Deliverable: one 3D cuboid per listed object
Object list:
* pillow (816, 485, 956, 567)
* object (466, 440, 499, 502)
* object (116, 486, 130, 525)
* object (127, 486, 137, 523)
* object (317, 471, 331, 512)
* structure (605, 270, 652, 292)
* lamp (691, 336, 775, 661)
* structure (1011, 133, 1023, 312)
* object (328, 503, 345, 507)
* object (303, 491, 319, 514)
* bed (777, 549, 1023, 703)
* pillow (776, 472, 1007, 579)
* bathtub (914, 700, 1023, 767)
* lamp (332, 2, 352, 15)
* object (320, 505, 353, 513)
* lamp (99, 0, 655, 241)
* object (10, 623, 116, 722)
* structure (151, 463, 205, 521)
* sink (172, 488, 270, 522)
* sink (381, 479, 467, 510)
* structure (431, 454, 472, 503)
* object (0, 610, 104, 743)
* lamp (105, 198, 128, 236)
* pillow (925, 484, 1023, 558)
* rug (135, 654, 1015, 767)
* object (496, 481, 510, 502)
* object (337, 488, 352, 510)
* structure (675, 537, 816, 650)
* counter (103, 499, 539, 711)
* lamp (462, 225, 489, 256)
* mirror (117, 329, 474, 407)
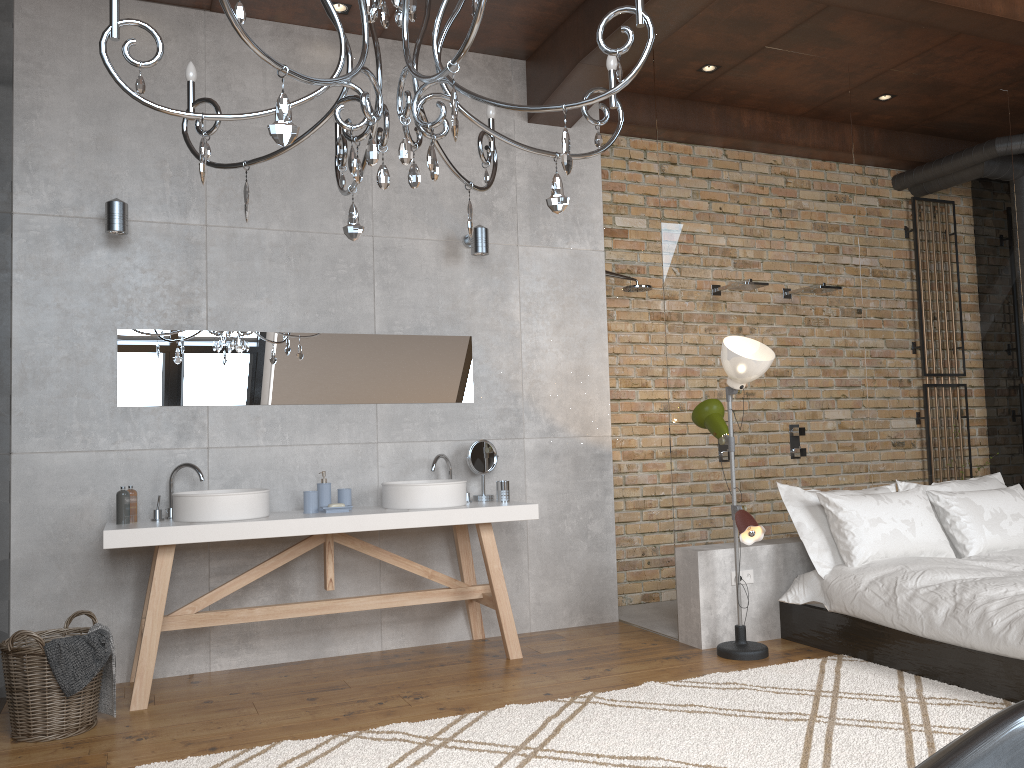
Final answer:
[{"bbox_3d":[1.962,0.751,4.655,0.744,0.397,0.276,0,-4,-23],"label":"pillow"},{"bbox_3d":[-0.161,0.476,4.894,0.118,0.338,0.192,-3,-4,23],"label":"object"},{"bbox_3d":[-1.768,0.552,4.030,0.058,0.172,0.058,2,-5,-44],"label":"object"},{"bbox_3d":[-1.766,0.557,4.106,0.058,0.172,0.058,1,-5,-37],"label":"object"},{"bbox_3d":[-0.952,0.543,4.494,0.076,0.201,0.076,0,-4,-30],"label":"object"},{"bbox_3d":[0.728,0.197,5.632,0.457,2.005,0.217,0,-4,-27],"label":"structure"},{"bbox_3d":[1.110,0.550,4.469,0.270,1.582,0.561,0,-4,-26],"label":"lamp"},{"bbox_3d":[3.637,-0.170,6.504,0.829,3.140,1.189,0,-4,-23],"label":"structure"},{"bbox_3d":[-0.866,0.605,4.375,0.084,0.035,0.067,0,-4,-21],"label":"object"},{"bbox_3d":[-0.993,0.583,4.376,0.075,0.108,0.075,-3,-4,12],"label":"object"},{"bbox_3d":[2.798,1.046,4.133,2.300,0.442,2.169,0,-4,-23],"label":"bed"},{"bbox_3d":[2.271,0.769,4.968,1.746,0.517,0.358,0,-4,-24],"label":"pillow"},{"bbox_3d":[0.772,0.788,0.911,0.872,0.652,1.811,-5,-5,39],"label":"bathtub"},{"bbox_3d":[-0.900,-1.966,4.611,0.115,0.027,0.113,0,-4,-23],"label":"lamp"},{"bbox_3d":[-0.867,0.619,4.374,0.147,0.031,0.100,0,-4,-21],"label":"object"},{"bbox_3d":[-0.357,-1.314,2.570,1.409,1.594,1.409,-2,-4,-1],"label":"lamp"},{"bbox_3d":[-1.771,1.163,3.504,0.378,0.361,0.357,-1,-4,-18],"label":"object"},{"bbox_3d":[-1.601,0.513,4.257,0.242,0.268,0.141,-1,-4,-18],"label":"structure"},{"bbox_3d":[-1.376,0.573,4.208,0.445,0.128,0.442,2,-5,-41],"label":"sink"},{"bbox_3d":[-0.453,0.570,4.602,0.445,0.128,0.442,-4,-4,31],"label":"sink"},{"bbox_3d":[-0.349,0.510,4.792,0.242,0.268,0.141,0,-4,-28],"label":"structure"},{"bbox_3d":[-1.817,1.156,3.525,0.393,0.432,0.393,1,-4,-31],"label":"object"},{"bbox_3d":[-1.897,-0.791,4.257,0.101,0.168,0.243,0,-4,-23],"label":"lamp"},{"bbox_3d":[2.692,0.772,4.967,0.748,0.385,0.291,0,-4,-23],"label":"pillow"},{"bbox_3d":[0.491,1.247,2.876,3.139,0.019,1.726,0,-4,-23],"label":"rug"},{"bbox_3d":[-0.048,0.576,4.758,0.073,0.111,0.073,1,-4,-31],"label":"object"},{"bbox_3d":[-0.853,0.588,4.520,0.075,0.108,0.075,-2,-4,-3],"label":"object"},{"bbox_3d":[2.215,1.108,5.174,2.820,0.494,0.206,0,-4,-23],"label":"structure"},{"bbox_3d":[-0.901,1.017,4.375,2.011,0.765,0.630,0,-4,-23],"label":"counter"},{"bbox_3d":[-0.207,-0.795,4.980,0.101,0.168,0.243,0,-4,-23],"label":"lamp"},{"bbox_3d":[-1.069,-0.081,4.664,1.838,0.377,0.007,0,-4,-23],"label":"mirror"}]
